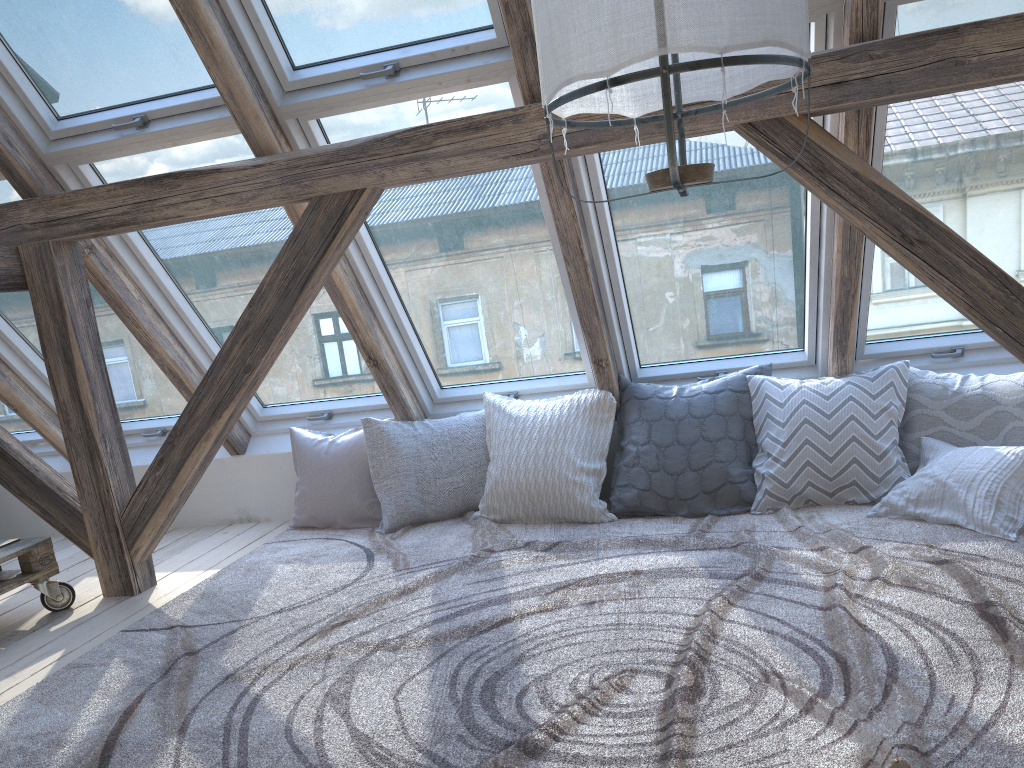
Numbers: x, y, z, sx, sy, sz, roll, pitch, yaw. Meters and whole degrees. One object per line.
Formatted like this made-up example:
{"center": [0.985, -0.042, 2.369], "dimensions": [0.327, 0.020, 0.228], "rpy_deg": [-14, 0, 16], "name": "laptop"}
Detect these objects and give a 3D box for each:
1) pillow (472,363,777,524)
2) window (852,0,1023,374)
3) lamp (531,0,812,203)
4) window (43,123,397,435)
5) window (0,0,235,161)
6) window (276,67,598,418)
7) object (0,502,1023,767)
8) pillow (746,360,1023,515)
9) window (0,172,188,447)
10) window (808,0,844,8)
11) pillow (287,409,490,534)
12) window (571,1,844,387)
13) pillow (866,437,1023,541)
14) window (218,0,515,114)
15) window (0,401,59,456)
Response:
{"center": [0.434, 0.258, 3.631], "dimensions": [1.275, 0.577, 0.456], "rpy_deg": [-6, 11, 16], "name": "pillow"}
{"center": [1.601, -0.640, 2.955], "dimensions": [0.857, 1.308, 1.068], "rpy_deg": [-5, 11, 14], "name": "window"}
{"center": [0.148, -1.243, 1.178], "dimensions": [0.394, 1.942, 0.403], "rpy_deg": [-16, 15, -33], "name": "lamp"}
{"center": [-1.062, -0.361, 3.656], "dimensions": [0.857, 1.308, 1.068], "rpy_deg": [-5, 11, 14], "name": "window"}
{"center": [-1.444, -1.405, 2.448], "dimensions": [0.857, 1.308, 1.068], "rpy_deg": [-5, 11, 14], "name": "window"}
{"center": [-0.174, -0.454, 3.423], "dimensions": [0.857, 1.308, 1.068], "rpy_deg": [-5, 11, 14], "name": "window"}
{"center": [0.257, 0.625, 2.772], "dimensions": [3.195, 0.058, 2.136], "rpy_deg": [-6, 7, 15], "name": "object"}
{"center": [1.488, 0.182, 3.317], "dimensions": [1.157, 0.547, 0.488], "rpy_deg": [-5, 10, 20], "name": "pillow"}
{"center": [-1.949, -0.268, 3.890], "dimensions": [0.857, 1.308, 1.068], "rpy_deg": [-5, 11, 14], "name": "window"}
{"center": [0.331, -1.591, 1.980], "dimensions": [0.857, 1.308, 1.068], "rpy_deg": [-5, 11, 14], "name": "window"}
{"center": [-0.514, 0.390, 3.916], "dimensions": [1.135, 0.538, 0.424], "rpy_deg": [-7, 10, 7], "name": "pillow"}
{"center": [0.713, -0.547, 3.189], "dimensions": [0.857, 1.308, 1.068], "rpy_deg": [-5, 11, 14], "name": "window"}
{"center": [1.564, 0.349, 3.014], "dimensions": [0.468, 0.248, 0.533], "rpy_deg": [-13, 9, -34], "name": "pillow"}
{"center": [-0.556, -1.498, 2.214], "dimensions": [0.857, 1.308, 1.068], "rpy_deg": [-5, 11, 14], "name": "window"}
{"center": [-2.837, -0.175, 4.124], "dimensions": [0.857, 1.308, 1.068], "rpy_deg": [-5, 11, 14], "name": "window"}
